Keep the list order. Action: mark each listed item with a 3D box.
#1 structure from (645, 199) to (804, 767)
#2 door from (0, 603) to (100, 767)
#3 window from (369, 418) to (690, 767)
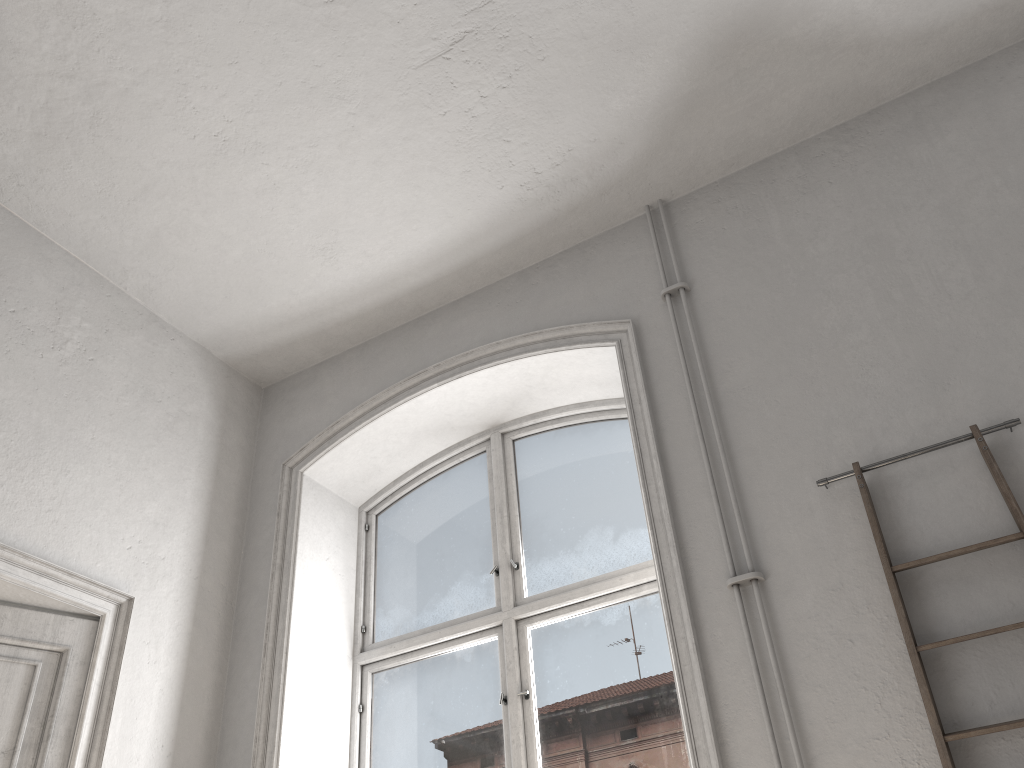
[{"bbox_3d":[1.386,0.766,2.786,5.187,4.455,0.341,-22,-40,22],"label":"structure"},{"bbox_3d":[-2.017,1.932,2.577,1.098,2.803,0.217,20,-43,-30],"label":"door"},{"bbox_3d":[0.037,1.453,3.840,1.624,2.831,0.013,-22,-40,22],"label":"window"}]
